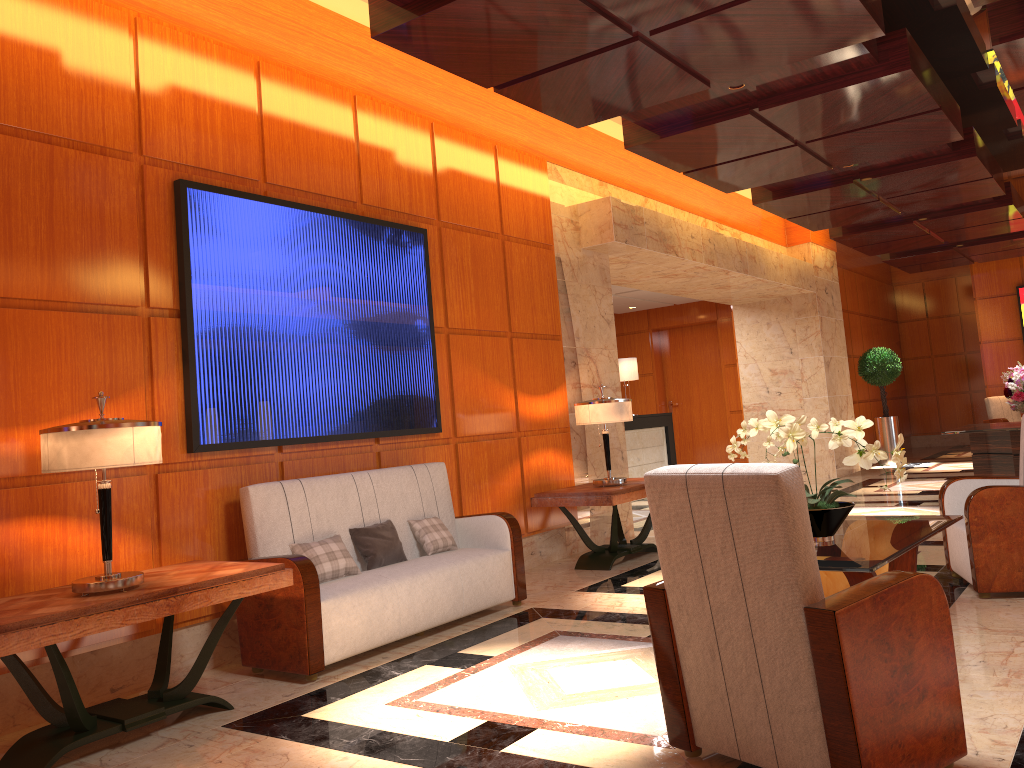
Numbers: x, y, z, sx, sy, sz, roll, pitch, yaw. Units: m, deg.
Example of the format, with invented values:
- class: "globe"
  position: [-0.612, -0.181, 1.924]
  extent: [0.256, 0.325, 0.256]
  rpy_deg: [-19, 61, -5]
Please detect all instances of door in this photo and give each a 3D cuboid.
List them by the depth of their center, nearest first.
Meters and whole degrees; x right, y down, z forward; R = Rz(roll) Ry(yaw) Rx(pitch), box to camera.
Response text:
- class: "door"
  position: [3.264, 0.277, 15.807]
  extent: [1.282, 2.706, 0.340]
  rpy_deg: [-8, -6, 35]

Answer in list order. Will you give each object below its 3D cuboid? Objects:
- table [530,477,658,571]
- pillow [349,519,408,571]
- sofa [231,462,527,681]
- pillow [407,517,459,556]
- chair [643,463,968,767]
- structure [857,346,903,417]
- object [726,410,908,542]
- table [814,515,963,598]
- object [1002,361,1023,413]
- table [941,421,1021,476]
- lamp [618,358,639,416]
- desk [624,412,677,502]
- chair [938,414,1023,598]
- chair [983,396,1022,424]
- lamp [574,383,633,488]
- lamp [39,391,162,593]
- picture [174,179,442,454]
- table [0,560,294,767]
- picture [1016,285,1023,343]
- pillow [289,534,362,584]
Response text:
- class: "table"
  position: [0.822, 1.109, 7.094]
  extent: [0.724, 0.609, 1.270]
  rpy_deg: [-7, -4, 35]
- class: "pillow"
  position: [-0.772, 0.932, 5.126]
  extent: [0.160, 0.254, 0.357]
  rpy_deg: [-7, -4, 32]
- class: "sofa"
  position: [-0.701, 0.964, 5.099]
  extent: [0.611, 0.935, 1.798]
  rpy_deg: [-8, -4, 36]
- class: "pillow"
  position: [-0.484, 0.940, 5.469]
  extent: [0.201, 0.230, 0.273]
  rpy_deg: [-8, -5, 38]
- class: "chair"
  position: [0.869, 0.710, 2.804]
  extent: [0.629, 0.964, 0.735]
  rpy_deg: [-2, -5, -36]
- class: "structure"
  position: [6.184, 0.217, 14.767]
  extent: [0.721, 1.718, 0.720]
  rpy_deg: [-6, -5, 13]
- class: "object"
  position: [1.410, 0.414, 4.114]
  extent: [0.787, 0.619, 0.416]
  rpy_deg: [-6, -4, 12]
- class: "table"
  position: [1.570, 0.962, 4.129]
  extent: [0.720, 0.497, 1.559]
  rpy_deg: [-7, -4, 38]
- class: "object"
  position: [5.146, 0.046, 8.614]
  extent: [0.648, 0.660, 0.679]
  rpy_deg: [-7, -4, 26]
- class: "table"
  position: [5.213, 0.746, 8.568]
  extent: [1.596, 0.747, 1.600]
  rpy_deg: [-7, -4, 35]
- class: "lamp"
  position: [1.644, 0.050, 12.746]
  extent: [0.373, 0.823, 0.371]
  rpy_deg: [-2, -5, -30]
- class: "desk"
  position: [1.159, 1.040, 11.988]
  extent: [0.939, 1.145, 2.925]
  rpy_deg: [-8, -4, 35]
- class: "chair"
  position: [2.838, 0.657, 5.063]
  extent: [0.628, 0.964, 0.736]
  rpy_deg: [-6, -4, 14]
- class: "chair"
  position: [8.549, 0.673, 15.112]
  extent: [0.738, 0.964, 0.626]
  rpy_deg: [-4, -4, -6]
- class: "lamp"
  position: [0.742, 0.399, 7.006]
  extent: [0.457, 0.813, 0.459]
  rpy_deg: [-9, -6, 44]
- class: "lamp"
  position: [-1.665, 0.425, 3.621]
  extent: [0.459, 0.796, 0.457]
  rpy_deg: [-4, -4, -3]
- class: "picture"
  position: [-1.148, -0.373, 5.466]
  extent: [0.056, 1.457, 1.996]
  rpy_deg: [-8, -5, 35]
- class: "table"
  position: [-1.623, 1.144, 3.653]
  extent: [0.724, 0.609, 1.270]
  rpy_deg: [-7, -4, 35]
- class: "picture"
  position: [9.812, -0.955, 15.052]
  extent: [1.991, 1.742, 0.056]
  rpy_deg: [-7, -6, 35]
- class: "pillow"
  position: [-1.000, 0.942, 4.755]
  extent: [0.194, 0.228, 0.344]
  rpy_deg: [-8, -5, 40]
